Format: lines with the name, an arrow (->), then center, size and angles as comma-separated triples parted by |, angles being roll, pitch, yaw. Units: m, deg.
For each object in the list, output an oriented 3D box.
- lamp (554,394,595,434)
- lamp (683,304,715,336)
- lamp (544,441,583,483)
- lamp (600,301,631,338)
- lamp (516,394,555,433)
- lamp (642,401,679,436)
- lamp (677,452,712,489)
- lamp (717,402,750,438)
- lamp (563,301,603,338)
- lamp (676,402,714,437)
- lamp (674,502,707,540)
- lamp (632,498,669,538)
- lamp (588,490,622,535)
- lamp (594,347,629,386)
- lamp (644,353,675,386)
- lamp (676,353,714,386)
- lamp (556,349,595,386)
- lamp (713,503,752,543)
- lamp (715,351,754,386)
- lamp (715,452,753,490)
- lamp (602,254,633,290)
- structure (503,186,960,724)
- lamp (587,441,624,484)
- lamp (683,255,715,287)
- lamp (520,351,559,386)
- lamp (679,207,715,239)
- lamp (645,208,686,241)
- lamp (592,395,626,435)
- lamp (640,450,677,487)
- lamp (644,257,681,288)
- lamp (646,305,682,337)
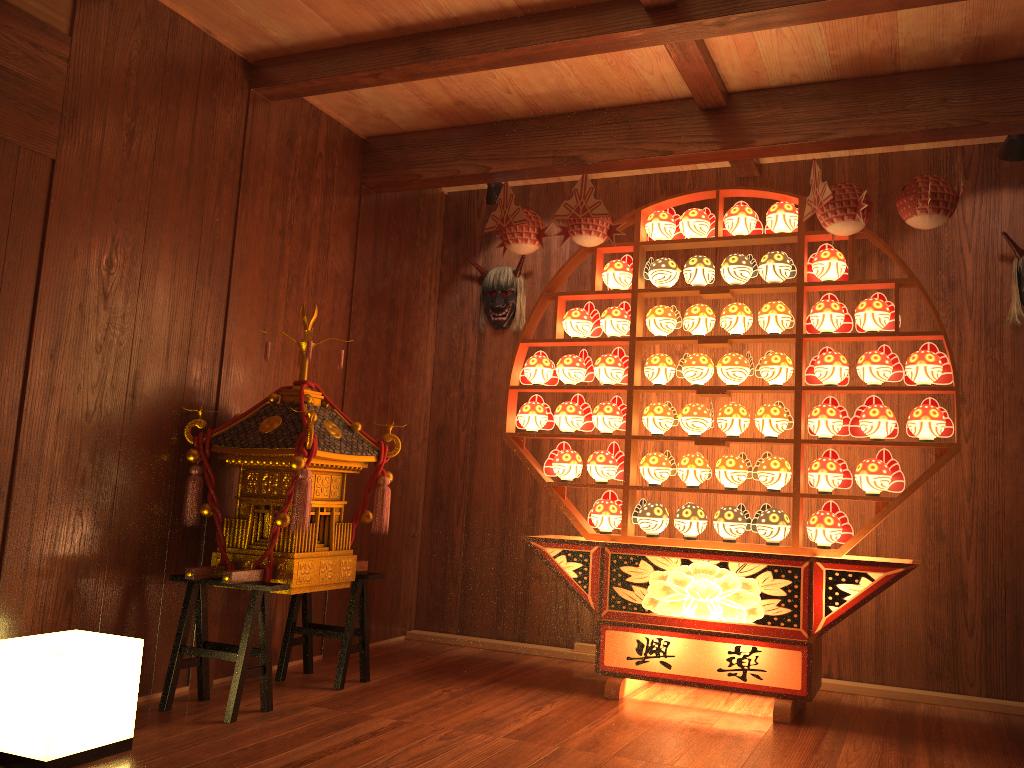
lamp -> 0.260, 0.133, 4.075 | 0.194, 0.200, 0.162 | -2, -9, 33
lamp -> 0.830, -0.283, 3.908 | 0.139, 0.161, 0.157 | 3, -7, 4
lamp -> 0.258, 0.356, 4.048 | 0.189, 0.194, 0.154 | 5, -8, -16
lamp -> 0.469, -0.301, 4.056 | 0.183, 0.195, 0.162 | -3, -9, 38
lamp -> 0.098, 0.136, 4.141 | 0.187, 0.195, 0.158 | 2, -7, 8
lamp -> 0.642, 0.150, 3.918 | 0.134, 0.167, 0.162 | -4, -10, 44
lamp -> 0.783, 0.371, 3.825 | 0.136, 0.161, 0.161 | 0, -8, 24
lamp -> 0.950, 0.150, 3.791 | 0.138, 0.167, 0.158 | 2, -7, 9
lamp -> 0.301, -0.303, 4.129 | 0.162, 0.200, 0.193 | 10, -10, -41
lamp -> 0.792, 0.154, 3.864 | 0.157, 0.161, 0.139 | 3, -7, -1
lamp -> 0.770, 0.589, 3.798 | 0.139, 0.161, 0.157 | 3, -7, 4
lamp -> 0.623, 0.586, 3.863 | 0.144, 0.167, 0.152 | 8, -9, -36
lamp -> 0.421, 0.571, 3.945 | 0.192, 0.198, 0.159 | 2, -7, 13
lamp -> 0.439, -0.085, 4.036 | 0.193, 0.200, 0.162 | -3, -9, 38
lamp -> 0.659, -0.069, 3.940 | 0.139, 0.167, 0.157 | 3, -7, 4
lamp -> 0.823, -0.064, 3.882 | 0.144, 0.161, 0.152 | 8, -9, -36
lamp -> 0.268, -0.080, 4.108 | 0.162, 0.191, 0.175 | 9, -9, -36
lamp -> 0.917, 0.586, 3.741 | 0.162, 0.167, 0.134 | 8, -9, -36
lamp -> 0.952, -0.067, 3.836 | 0.159, 0.167, 0.137 | 5, -7, -11
lamp -> 0.930, 0.369, 3.769 | 0.162, 0.167, 0.134 | 8, -9, -36
lamp -> 0.483, -0.521, 4.085 | 0.193, 0.200, 0.162 | -3, -9, 38
structure -> 0.866, 0.221, 3.818 | 1.913, 2.196, 0.502 | 0, -8, 22
lamp -> 0.401, 0.352, 3.983 | 0.162, 0.200, 0.193 | 10, -10, -41
lamp -> 0.833, -0.502, 3.938 | 0.137, 0.161, 0.159 | 1, -7, 14
lamp -> 0.126, -0.078, 4.163 | 0.189, 0.187, 0.157 | 3, -7, 3
lamp -> 0.816, -0.728, 3.985 | 0.162, 0.179, 0.164 | 8, -9, -35
lamp -> 0.676, -0.739, 4.039 | 0.194, 0.200, 0.162 | -2, -9, 33
lamp -> 0.427, 0.137, 4.006 | 0.176, 0.192, 0.162 | -3, -9, 38
lamp -> 0.626, 0.369, 3.893 | 0.162, 0.167, 0.134 | 8, -9, -36
lamp -> 0.697, -0.503, 4.008 | 0.151, 0.167, 0.144 | -3, -9, 39
lamp -> 0.666, -0.286, 3.977 | 0.162, 0.167, 0.134 | 8, -9, -36
